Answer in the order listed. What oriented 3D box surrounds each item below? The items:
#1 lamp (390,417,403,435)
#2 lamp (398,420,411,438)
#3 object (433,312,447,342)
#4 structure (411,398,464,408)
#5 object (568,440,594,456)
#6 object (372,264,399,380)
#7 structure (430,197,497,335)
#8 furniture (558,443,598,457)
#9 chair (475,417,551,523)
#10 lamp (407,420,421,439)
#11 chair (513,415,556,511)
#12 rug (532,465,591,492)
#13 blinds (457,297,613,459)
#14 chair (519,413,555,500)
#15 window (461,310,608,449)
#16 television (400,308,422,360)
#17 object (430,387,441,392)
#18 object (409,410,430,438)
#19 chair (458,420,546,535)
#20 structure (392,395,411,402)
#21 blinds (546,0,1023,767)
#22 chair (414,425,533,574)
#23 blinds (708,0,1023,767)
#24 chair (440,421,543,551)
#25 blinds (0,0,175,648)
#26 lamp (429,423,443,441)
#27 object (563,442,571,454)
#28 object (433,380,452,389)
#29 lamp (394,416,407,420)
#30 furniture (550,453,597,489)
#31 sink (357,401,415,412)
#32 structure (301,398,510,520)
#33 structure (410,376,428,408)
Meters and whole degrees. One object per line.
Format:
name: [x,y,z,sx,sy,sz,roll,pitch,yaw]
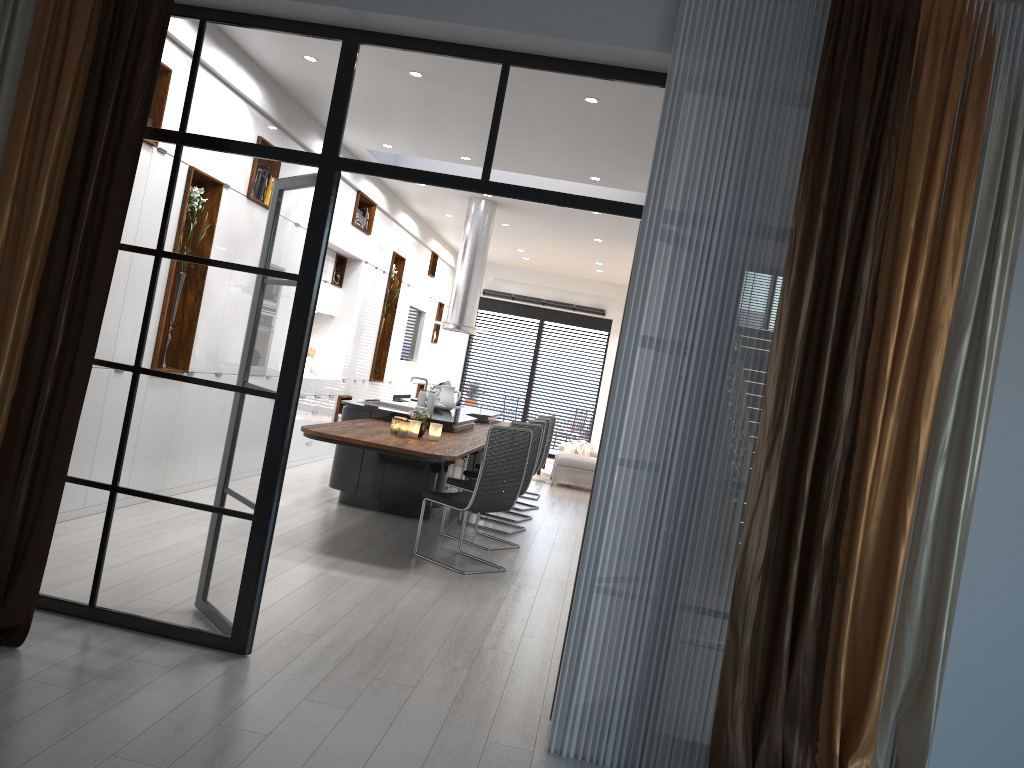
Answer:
lamp: [-0.840,0.309,6.427,0.078,0.120,0.078,10,0,-11]
lamp: [-0.776,0.322,6.354,0.078,0.120,0.078,10,0,-11]
object: [-1.311,-1.039,15.449,0.480,0.626,0.315,10,-1,-3]
structure: [-0.872,0.217,10.538,0.502,0.026,0.811,10,1,6]
object: [1.113,1.092,14.465,0.418,0.355,0.760,10,0,14]
object: [-1.784,-0.857,12.052,0.323,1.615,0.322,10,-1,32]
structure: [-0.489,-1.393,10.572,0.696,1.609,1.042,10,0,5]
furniture: [1.079,1.215,14.516,0.700,0.460,0.699,10,0,6]
chair: [-0.023,0.786,8.732,0.537,1.019,0.470,10,-1,21]
lamp: [-0.717,0.329,6.448,0.095,0.124,0.095,10,0,-1]
chair: [0.059,0.793,9.541,0.537,1.019,0.470,10,-1,26]
rug: [0.767,1.391,13.391,1.624,0.020,2.518,10,1,6]
blinds: [0.368,-0.084,16.561,2.586,2.721,0.358,10,-1,6]
chair: [0.149,0.800,10.499,0.537,1.019,0.470,10,-1,6]
window: [3.590,-0.782,16.593,8.569,5.063,0.462,10,-1,5]
television: [-1.633,-0.783,13.868,0.050,0.805,1.186,10,0,6]
object: [-0.831,0.137,10.536,0.252,0.147,0.266,10,0,-41]
object: [-0.688,0.291,6.585,0.151,0.206,0.157,10,0,23]
chair: [-0.099,0.779,8.017,0.537,1.019,0.470,10,-1,21]
structure: [-1.860,0.408,13.851,0.221,0.516,1.203,10,0,6]
blinds: [1.034,0.008,3.296,1.301,3.069,0.052,10,-1,7]
chair: [-0.284,0.762,6.271,0.538,1.019,0.469,10,-1,41]
blinds: [1.304,0.052,3.164,0.811,3.046,0.254,10,-1,7]
chair: [-0.176,0.773,7.203,0.538,1.019,0.469,10,-1,36]
blinds: [-1.924,-0.545,3.537,0.811,3.046,0.254,10,-1,6]
lamp: [-0.568,0.355,6.547,0.096,0.124,0.095,10,0,39]
object: [0.832,0.966,13.212,0.110,0.183,0.119,10,-1,12]
object: [-0.823,0.050,10.535,0.250,0.212,0.255,10,0,42]
lamp: [-0.829,0.307,6.532,0.096,0.124,0.095,10,0,23]
furniture: [0.909,1.206,12.209,0.699,0.460,0.699,10,0,1]
sink: [-1.125,0.278,8.253,0.485,0.153,0.738,10,0,6]
structure: [-0.815,0.711,8.425,1.378,0.887,5.637,10,1,6]
structure: [-0.882,0.092,8.208,0.177,0.310,0.089,10,-1,6]
